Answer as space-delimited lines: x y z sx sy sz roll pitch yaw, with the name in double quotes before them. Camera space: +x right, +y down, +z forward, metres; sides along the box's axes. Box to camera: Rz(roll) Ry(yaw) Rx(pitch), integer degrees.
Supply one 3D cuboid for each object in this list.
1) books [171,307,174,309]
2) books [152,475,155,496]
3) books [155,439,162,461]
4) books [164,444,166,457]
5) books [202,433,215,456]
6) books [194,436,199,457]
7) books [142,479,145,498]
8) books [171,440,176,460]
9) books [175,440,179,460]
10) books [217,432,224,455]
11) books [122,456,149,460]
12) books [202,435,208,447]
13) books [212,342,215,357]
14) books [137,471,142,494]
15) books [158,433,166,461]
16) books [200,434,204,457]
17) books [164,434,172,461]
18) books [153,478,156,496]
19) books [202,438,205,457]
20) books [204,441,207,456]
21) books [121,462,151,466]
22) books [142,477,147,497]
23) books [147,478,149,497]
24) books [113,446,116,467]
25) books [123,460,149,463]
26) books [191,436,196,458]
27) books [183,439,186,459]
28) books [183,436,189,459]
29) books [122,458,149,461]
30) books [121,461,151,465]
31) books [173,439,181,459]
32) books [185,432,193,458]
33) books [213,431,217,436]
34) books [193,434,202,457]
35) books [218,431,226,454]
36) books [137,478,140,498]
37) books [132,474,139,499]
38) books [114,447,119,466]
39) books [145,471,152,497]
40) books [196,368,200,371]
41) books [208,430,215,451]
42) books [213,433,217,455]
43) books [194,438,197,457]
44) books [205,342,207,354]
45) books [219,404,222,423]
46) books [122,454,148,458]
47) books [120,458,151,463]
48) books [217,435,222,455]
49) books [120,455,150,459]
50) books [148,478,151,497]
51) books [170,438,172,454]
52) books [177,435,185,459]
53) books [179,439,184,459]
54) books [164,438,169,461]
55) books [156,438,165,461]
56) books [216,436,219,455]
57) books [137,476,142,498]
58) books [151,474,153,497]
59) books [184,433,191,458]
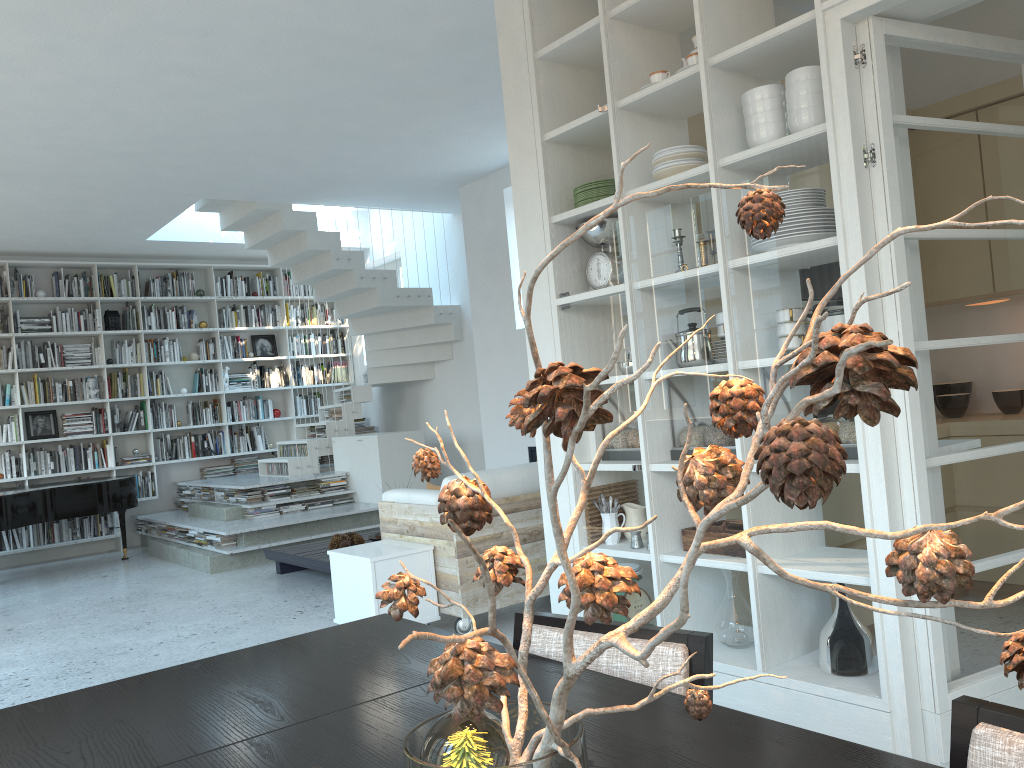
"books" -3.901 -0.741 10.226 0.010 0.272 0.120 -5 -1 -37
"books" -4.005 1.131 9.854 0.013 0.233 0.149 -5 -1 -37
"books" -3.992 0.748 10.011 0.012 0.254 0.161 -5 -1 -37
"books" -3.959 0.752 10.044 0.015 0.240 0.152 -5 -1 -37
"books" -3.539 0.705 10.346 0.070 0.266 0.186 -5 -1 -37
"books" -3.670 0.728 10.268 0.021 0.242 0.131 -5 -1 -37
"books" -4.088 1.154 9.803 0.013 0.202 0.139 -5 -1 -37
"books" -3.870 0.749 10.098 0.065 0.231 0.162 -5 -1 -37
"books" -3.840 0.754 10.122 0.011 0.217 0.175 -5 -1 -37
"books" -3.434 0.701 10.425 0.026 0.258 0.157 -5 -1 -37
"books" -4.163 0.821 9.799 0.254 0.012 0.161 -5 -1 -37
"books" -3.573 0.717 10.327 0.012 0.249 0.164 -5 -1 -37
"books" -3.539 -0.377 10.445 0.013 0.221 0.155 -5 -1 -37
"books" -4.111 1.107 9.791 0.032 0.300 0.149 -5 -1 -37
"books" -3.957 0.713 10.017 0.010 0.316 0.187 -5 -1 -37
"books" -3.627 0.714 10.290 0.026 0.263 0.169 -5 -1 -37
"books" -3.910 0.721 10.051 0.030 0.294 0.188 -5 -1 -37
"books" -4.002 1.145 9.871 0.012 0.206 0.161 -5 -1 -37
"books" -3.606 0.739 10.305 0.022 0.211 0.135 -5 -1 -37
"books" -3.582 0.752 10.314 0.025 0.181 0.169 -5 -1 -37
"books" -4.161 0.881 9.804 0.285 0.012 0.159 -5 -1 -34
"books" -4.059 1.140 9.795 0.026 0.225 0.175 -5 -1 -37
"books" -4.054 1.139 9.820 0.012 0.225 0.149 -5 -1 -37
"books" -4.385 0.792 9.721 0.027 0.229 0.141 -5 -1 -37
"books" -4.164 0.858 9.806 0.254 0.012 0.161 -5 -1 -31
"books" -3.698 0.729 10.221 0.031 0.244 0.184 -5 -1 -37
"books" -3.783 0.748 10.176 0.012 0.221 0.153 -5 -1 -37
"books" -3.760 0.730 10.175 0.025 0.252 0.181 -5 -1 -37
"books" -4.167 0.834 9.808 0.254 0.012 0.161 -5 -1 -32
"books" -4.164 0.870 9.808 0.285 0.012 0.159 -5 -1 -32
"books" -3.831 0.745 10.142 0.029 0.234 0.142 -5 -1 -37
"books" -3.716 0.706 10.206 0.012 0.293 0.175 -5 -1 -37
"books" -3.484 0.693 10.418 0.012 0.282 0.143 -5 -1 -37
"books" -3.643 0.716 10.269 0.026 0.262 0.173 -5 -1 -37
"books" -3.415 0.692 10.441 0.025 0.272 0.171 -5 -1 -37
"books" -4.136 1.144 9.768 0.012 0.229 0.129 -5 -1 -37
"books" -4.140 1.127 9.755 0.005 0.264 0.162 -5 -1 -37
"books" -4.363 0.800 9.740 0.030 0.210 0.136 -5 -1 -37
"books" -4.029 1.107 9.829 0.021 0.285 0.172 -5 -1 -37
"books" -3.649 -0.033 10.347 0.016 0.290 0.135 -5 -1 -37
"books" -3.513 0.690 10.379 0.013 0.294 0.134 -5 -1 -37
"books" -3.499 0.703 10.390 0.021 0.264 0.150 -5 -1 -37
"books" -3.684 0.732 10.249 0.025 0.238 0.156 -5 -1 -37
"books" -3.614 -0.374 10.410 0.011 0.227 0.131 -5 -1 -37
"books" -3.455 0.353 10.459 0.009 0.223 0.146 -5 -1 -37
"books" -4.166 0.797 9.800 0.254 0.012 0.161 -5 -1 -28
"books" -4.164 0.845 9.804 0.285 0.012 0.159 -5 -1 -34
"books" -3.449 0.717 10.405 0.025 0.228 0.176 -5 -1 -37
"books" -4.169 0.809 9.806 0.285 0.012 0.159 -5 -1 -33
"books" -4.034 1.144 9.813 0.011 0.212 0.178 -5 -1 -37
"books" -3.899 0.729 10.071 0.010 0.277 0.174 -5 -1 -37
"books" -3.792 0.725 10.164 0.014 0.268 0.171 -5 -1 -37
"books" -3.807 0.746 10.155 0.024 0.228 0.160 -5 -1 -37
"books" -3.930 0.741 10.036 0.023 0.256 0.178 -5 -1 -37
"books" -3.967 0.741 10.006 0.023 0.262 0.186 -5 -1 -37
"books" -3.476 0.723 10.390 0.013 0.220 0.168 -5 -1 -37
"books" -4.116 1.134 9.762 0.014 0.246 0.176 -5 -1 -37
"books" -4.026 1.115 9.857 0.015 0.271 0.157 -5 -1 -37
"books" -3.738 0.712 10.216 0.012 0.285 0.159 -5 -1 -37
